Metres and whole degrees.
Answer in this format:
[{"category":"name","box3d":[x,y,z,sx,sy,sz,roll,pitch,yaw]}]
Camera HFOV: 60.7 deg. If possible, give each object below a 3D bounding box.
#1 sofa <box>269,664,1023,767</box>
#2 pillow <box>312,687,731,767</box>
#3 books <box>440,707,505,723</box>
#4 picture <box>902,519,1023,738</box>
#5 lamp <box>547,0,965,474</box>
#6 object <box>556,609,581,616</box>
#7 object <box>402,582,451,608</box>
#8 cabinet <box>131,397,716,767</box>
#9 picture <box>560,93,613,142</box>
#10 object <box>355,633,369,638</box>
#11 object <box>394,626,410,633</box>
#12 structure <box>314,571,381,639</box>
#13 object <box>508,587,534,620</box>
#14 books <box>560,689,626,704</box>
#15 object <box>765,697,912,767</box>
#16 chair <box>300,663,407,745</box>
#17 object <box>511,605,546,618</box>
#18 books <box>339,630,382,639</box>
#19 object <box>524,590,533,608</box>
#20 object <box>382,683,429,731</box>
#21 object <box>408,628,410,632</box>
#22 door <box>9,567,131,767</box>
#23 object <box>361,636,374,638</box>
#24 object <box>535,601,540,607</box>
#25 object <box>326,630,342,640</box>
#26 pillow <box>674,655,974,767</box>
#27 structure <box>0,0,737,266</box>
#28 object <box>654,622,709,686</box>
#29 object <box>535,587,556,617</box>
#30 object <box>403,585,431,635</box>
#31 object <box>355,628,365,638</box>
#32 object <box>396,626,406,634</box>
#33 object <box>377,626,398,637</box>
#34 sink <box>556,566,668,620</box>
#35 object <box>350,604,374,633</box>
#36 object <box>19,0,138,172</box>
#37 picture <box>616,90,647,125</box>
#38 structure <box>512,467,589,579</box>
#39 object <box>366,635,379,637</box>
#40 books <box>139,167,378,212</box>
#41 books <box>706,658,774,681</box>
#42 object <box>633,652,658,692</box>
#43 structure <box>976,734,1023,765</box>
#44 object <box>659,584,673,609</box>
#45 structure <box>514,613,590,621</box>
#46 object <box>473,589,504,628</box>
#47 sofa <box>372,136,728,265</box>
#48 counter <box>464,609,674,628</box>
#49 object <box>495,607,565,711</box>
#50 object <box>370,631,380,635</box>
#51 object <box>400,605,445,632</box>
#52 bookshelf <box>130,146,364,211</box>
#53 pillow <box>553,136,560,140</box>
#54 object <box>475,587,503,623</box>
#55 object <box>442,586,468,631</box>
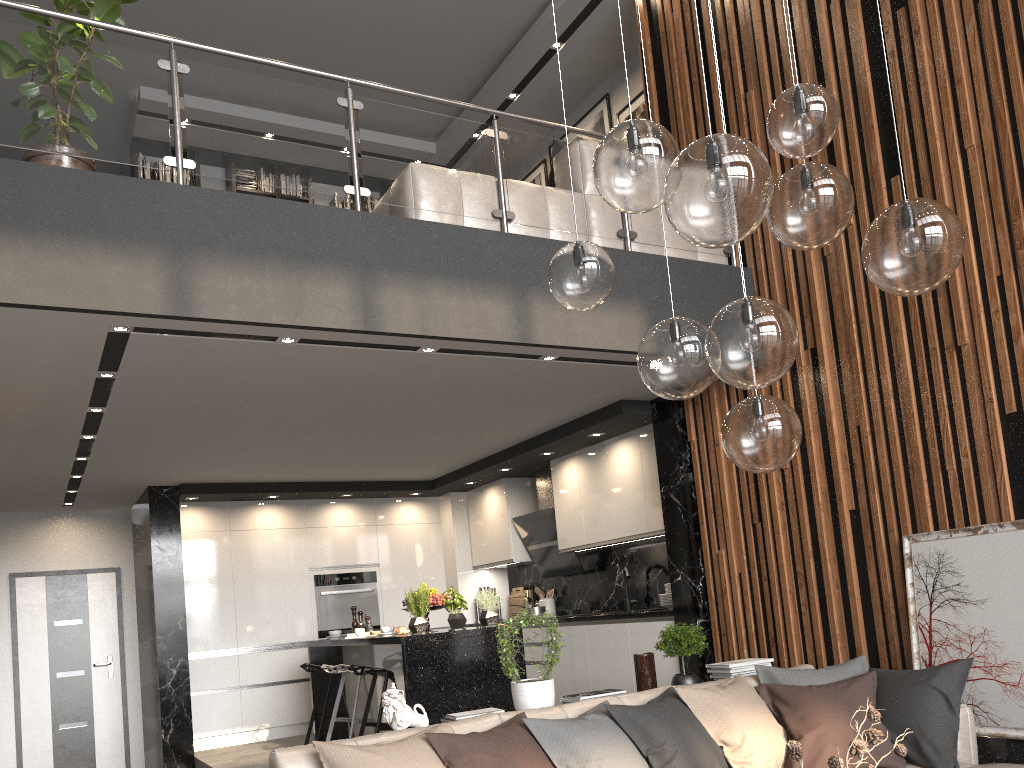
[{"category":"sofa","box3d":[0.785,1.646,3.340,3.244,0.802,1.924,3,-15,-29]},{"category":"pillow","box3d":[0.207,1.582,3.589,1.941,0.489,0.556,3,-13,-30]},{"category":"books","box3d":[-0.167,1.611,4.165,0.348,0.098,0.199,2,-15,-29]},{"category":"picture","box3d":[2.252,1.186,4.235,0.101,0.979,0.746,-2,-9,-30]},{"category":"lamp","box3d":[0.419,-2.248,2.502,1.229,4.902,1.255,-2,-7,-33]},{"category":"object","box3d":[0.487,2.094,8.024,0.236,0.059,0.355,-16,-18,37]},{"category":"object","box3d":[-0.640,1.567,6.436,0.347,0.210,0.327,2,-14,-32]},{"category":"cabinet","box3d":[-0.849,1.565,7.190,3.618,3.175,6.362,0,-14,-29]},{"category":"picture","box3d":[0.622,-2.063,7.960,0.025,0.641,1.016,-2,-12,-30]},{"category":"object","box3d":[-1.162,1.941,6.748,0.131,0.026,0.028,-10,-11,20]},{"category":"object","box3d":[-0.843,1.856,6.595,0.131,0.058,0.071,2,-13,-29]},{"category":"structure","box3d":[-1.797,2.303,9.098,0.655,0.620,0.667,0,-12,-29]},{"category":"object","box3d":[0.083,2.290,9.146,0.097,0.324,0.411,-2,-11,-30]},{"category":"books","box3d":[0.403,1.634,4.484,0.325,0.097,0.210,2,-15,-29]},{"category":"object","box3d":[0.877,1.118,2.264,0.321,0.591,0.548,-10,-10,30]},{"category":"chair","box3d":[-1.222,2.492,6.674,0.434,0.721,1.773,-1,-13,-29]},{"category":"object","box3d":[0.174,2.152,8.298,0.200,0.150,0.356,4,-16,-38]},{"category":"books","box3d":[-1.238,2.048,7.152,0.322,0.037,0.177,3,-16,-30]},{"category":"object","box3d":[0.180,2.231,8.862,0.089,0.278,0.083,-2,-7,-29]},{"category":"object","box3d":[-0.483,1.496,3.974,0.207,0.284,0.139,-4,-7,-11]},{"category":"object","box3d":[-1.045,2.194,7.775,0.290,0.030,0.411,3,-16,-29]},{"category":"door","box3d":[-4.293,2.847,8.525,0.972,2.043,0.173,-1,-7,-30]},{"category":"object","box3d":[-1.100,1.950,6.755,0.227,0.003,0.234,3,-16,-29]},{"category":"object","box3d":[0.217,2.267,8.782,0.180,0.159,0.279,0,-13,-29]},{"category":"object","box3d":[-1.485,2.107,7.348,0.157,0.069,0.157,-12,-15,28]},{"category":"pillow","box3d":[1.466,1.621,4.179,1.383,0.537,0.780,-6,-11,1]},{"category":"structure","box3d":[-1.226,-0.717,6.000,4.222,0.724,3.463,3,-16,-29]},{"category":"object","box3d":[0.932,1.510,4.798,0.312,0.400,0.275,-9,-9,20]},{"category":"object","box3d":[0.344,2.133,8.580,0.175,0.299,0.161,-2,-8,-26]},{"category":"object","box3d":[-0.636,1.535,6.017,0.197,0.362,0.189,-7,-8,15]},{"category":"object","box3d":[-1.180,1.933,6.794,0.077,0.069,0.085,-9,-11,19]},{"category":"object","box3d":[-0.830,1.841,6.543,0.074,0.058,0.062,-4,-10,-9]},{"category":"object","box3d":[-0.894,1.780,6.290,0.157,0.069,0.157,-12,-15,28]},{"category":"sink","box3d":[0.852,1.798,7.282,0.497,0.535,1.141,0,-14,-29]},{"category":"object","box3d":[-1.300,2.063,7.665,0.204,0.278,0.151,-13,-11,43]},{"category":"object","box3d":[-2.034,-1.504,4.044,0.772,1.441,0.539,-4,-7,-9]},{"category":"picture","box3d":[1.038,-2.167,7.230,0.025,0.402,0.517,-2,-11,-30]},{"category":"structure","box3d":[0.368,1.305,8.268,0.413,1.010,0.755,-2,-9,-30]},{"category":"object","box3d":[-1.045,1.938,6.747,0.192,0.011,0.197,-6,-14,2]},{"category":"books","box3d":[-1.810,-0.907,8.688,3.437,2.285,0.216,1,-8,-30]},{"category":"books","box3d":[1.291,1.639,4.932,0.332,0.147,0.205,2,-13,-29]},{"category":"object","box3d":[0.714,1.566,4.659,0.109,0.263,0.111,-2,-7,-24]},{"category":"structure","box3d":[3.146,1.562,3.173,0.667,0.448,6.701,1,-16,-29]},{"category":"object","box3d":[1.276,1.618,6.698,0.300,0.191,0.313,0,-13,-26]},{"category":"structure","box3d":[0.363,2.170,8.135,0.510,0.059,0.616,3,-16,-29]},{"category":"object","box3d":[-0.164,1.601,6.283,0.220,0.278,0.216,-3,-9,-17]},{"category":"sofa","box3d":[-0.109,-0.822,6.064,2.277,0.765,2.346,2,-15,-29]},{"category":"counter","box3d":[0.573,2.074,7.760,0.610,0.039,3.547,3,-16,-29]},{"category":"object","box3d":[0.092,1.387,4.328,0.219,0.565,0.387,-11,-10,40]},{"category":"object","box3d":[-1.038,1.923,6.751,0.075,0.042,0.131,4,-16,-36]},{"category":"object","box3d":[-0.626,1.725,6.409,0.371,0.184,0.373,-11,-14,23]},{"category":"bookshelf","box3d":[-1.811,-0.861,8.692,3.520,2.467,0.253,1,-8,-30]},{"category":"pillow","box3d":[0.465,-1.113,6.049,0.761,0.535,1.420,-5,-13,0]},{"category":"object","box3d":[-0.254,2.324,9.227,0.321,0.366,0.068,0,-8,-30]},{"category":"object","box3d":[-0.396,1.568,6.125,0.178,0.306,0.176,-3,-8,-19]}]
